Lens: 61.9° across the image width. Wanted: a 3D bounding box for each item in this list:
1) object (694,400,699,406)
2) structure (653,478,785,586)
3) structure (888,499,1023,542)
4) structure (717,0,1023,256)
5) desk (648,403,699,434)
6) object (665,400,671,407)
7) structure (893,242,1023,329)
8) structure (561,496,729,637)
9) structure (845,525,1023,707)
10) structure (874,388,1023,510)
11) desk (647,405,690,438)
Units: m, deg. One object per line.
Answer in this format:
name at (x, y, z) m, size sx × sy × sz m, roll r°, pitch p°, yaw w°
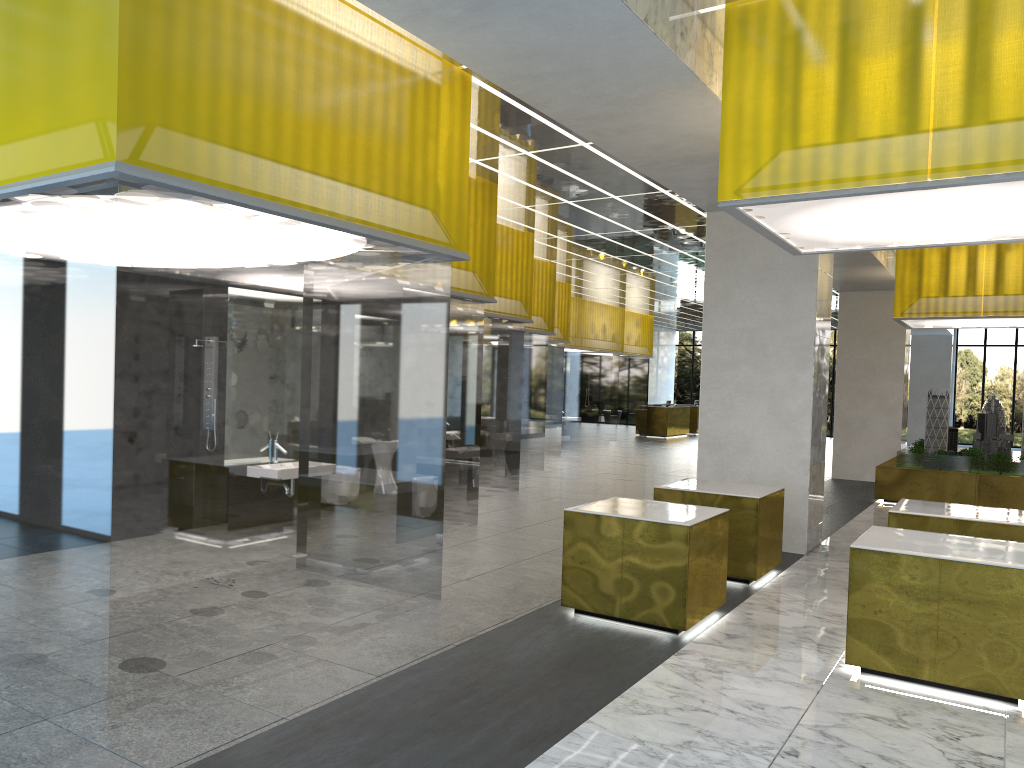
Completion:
object at (10.110, 1.225, 47.310) m, size 0.582 × 0.668 × 0.708 m, roll 2°, pitch 1°, yaw 32°
structure at (2.828, 1.993, 11.682) m, size 1.443 × 1.174 × 1.363 m, roll 2°, pitch 1°, yaw 33°
structure at (5.249, 2.070, 10.010) m, size 1.443 × 1.174 × 1.363 m, roll 2°, pitch 1°, yaw 33°
structure at (4.071, -2.657, 7.965) m, size 3.439 × 2.270 × 3.063 m, roll 2°, pitch 1°, yaw 33°
desk at (9.297, 1.919, 47.849) m, size 3.400 × 1.509 × 3.289 m, roll 2°, pitch 0°, yaw 33°
object at (7.805, 1.165, 43.388) m, size 0.582 × 0.668 × 0.708 m, roll 2°, pitch 1°, yaw 32°
structure at (10.645, -2.486, 19.149) m, size 3.440 × 2.270 × 3.064 m, roll 2°, pitch 1°, yaw 33°
structure at (1.478, 1.958, 9.386) m, size 1.443 × 1.174 × 1.363 m, roll 2°, pitch 1°, yaw 33°
structure at (3.896, 2.035, 7.708) m, size 1.443 × 1.174 × 1.363 m, roll 2°, pitch 1°, yaw 33°
structure at (11.172, 1.414, 20.251) m, size 4.091 × 2.572 × 4.861 m, roll 2°, pitch 1°, yaw 32°
desk at (7.012, 1.859, 43.962) m, size 3.400 × 1.509 × 3.289 m, roll 2°, pitch 0°, yaw 33°
